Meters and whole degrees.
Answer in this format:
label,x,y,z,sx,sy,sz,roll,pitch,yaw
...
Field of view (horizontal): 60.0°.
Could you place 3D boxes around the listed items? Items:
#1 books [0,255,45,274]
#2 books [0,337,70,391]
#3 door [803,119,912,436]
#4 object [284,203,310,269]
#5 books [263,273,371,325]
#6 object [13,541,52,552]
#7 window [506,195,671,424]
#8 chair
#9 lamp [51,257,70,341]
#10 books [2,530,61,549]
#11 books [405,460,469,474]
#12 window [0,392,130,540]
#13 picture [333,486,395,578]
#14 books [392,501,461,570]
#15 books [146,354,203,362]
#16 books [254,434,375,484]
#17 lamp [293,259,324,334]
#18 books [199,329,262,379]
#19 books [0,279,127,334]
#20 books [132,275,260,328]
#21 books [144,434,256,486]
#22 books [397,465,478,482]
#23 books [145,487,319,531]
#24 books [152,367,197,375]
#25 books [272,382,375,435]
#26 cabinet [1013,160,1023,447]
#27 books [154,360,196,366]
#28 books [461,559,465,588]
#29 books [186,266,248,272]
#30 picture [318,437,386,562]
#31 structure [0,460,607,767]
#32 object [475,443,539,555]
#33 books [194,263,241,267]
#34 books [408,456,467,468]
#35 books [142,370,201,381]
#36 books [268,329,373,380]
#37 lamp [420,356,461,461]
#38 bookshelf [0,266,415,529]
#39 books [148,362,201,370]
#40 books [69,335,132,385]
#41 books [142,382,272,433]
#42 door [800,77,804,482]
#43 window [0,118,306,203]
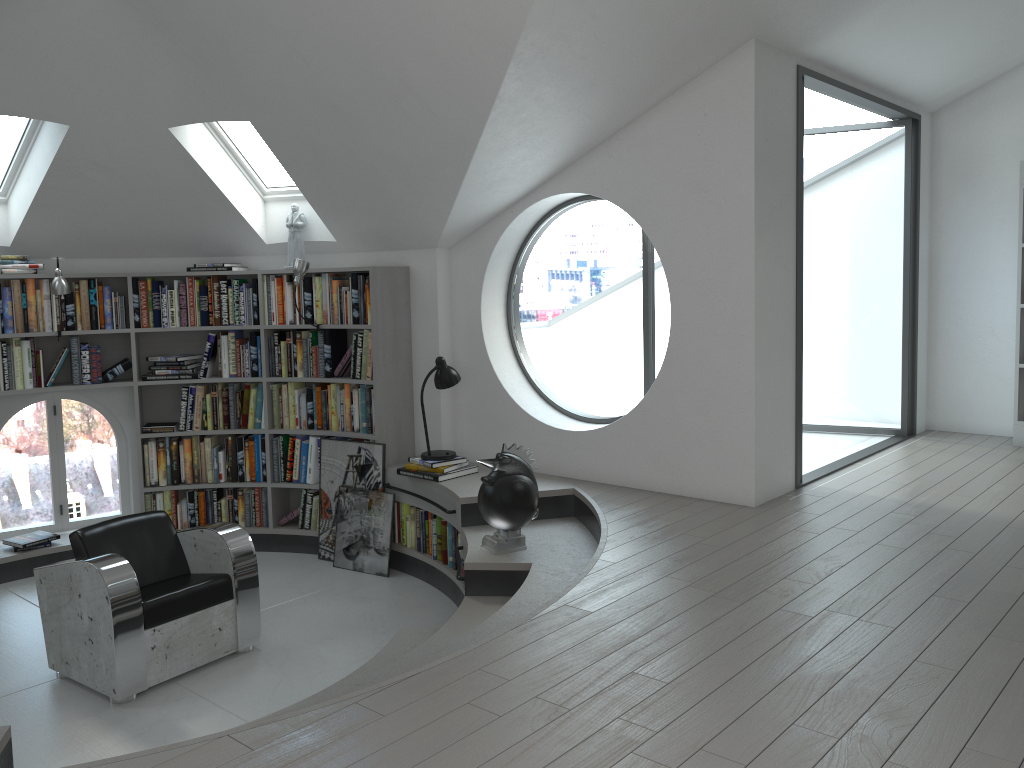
label,x,y,z,sx,sy,sz,roll,pitch,yaw
books,-3.786,-0.686,4.833,0.747,0.173,2.822,0,7,12
books,-3.763,-0.031,5.206,0.591,0.370,2.535,1,7,22
door,2.498,-0.794,6.848,1.051,2.341,0.080,1,5,26
object,-1.551,-1.056,6.353,0.179,0.471,0.179,-5,6,-40
books,-1.312,-0.607,6.313,1.014,0.361,0.293,1,6,23
object,-3.344,1.112,6.174,0.227,0.036,0.214,-5,8,-32
window,0.547,-0.478,5.711,1.472,1.467,0.104,4,7,41
chair,-1.884,1.090,4.613,0.741,0.718,0.825,3,7,36
lamp,-3.044,-0.560,5.915,0.113,0.565,0.358,-6,7,-42
books,-3.345,1.082,6.171,0.253,0.029,0.269,3,8,31
books,-0.486,0.528,5.775,0.304,0.034,0.287,3,7,31
window,-3.877,0.690,5.544,0.617,1.148,3.239,1,7,27
picture,-1.005,0.995,6.004,0.489,0.554,0.107,2,6,31
books,-0.463,0.962,5.727,0.272,0.297,1.149,-5,7,-34
books,-2.485,-0.193,6.532,0.286,0.031,0.270,1,7,21
books,-1.336,0.537,6.421,1.184,0.358,0.304,1,6,22
lamp,-1.386,-0.598,6.105,0.112,0.524,0.276,2,6,32
books,-2.018,-0.230,6.543,0.553,0.350,0.256,-2,5,-2
books,-3.388,-0.518,5.930,1.568,0.366,0.394,-7,8,-43
books,-2.288,-0.605,6.470,0.969,0.366,0.306,-2,5,-5
books,-2.279,0.541,6.560,0.872,0.350,0.272,-2,5,-7
books,-0.485,0.564,5.778,0.388,0.042,0.366,4,8,41
books,-1.986,0.901,6.562,1.497,0.310,0.360,-1,6,3
books,-2.483,-0.100,6.539,0.286,0.031,0.270,-3,7,-14
books,-1.276,0.158,6.374,1.021,0.347,0.276,2,6,26
cabinet,3.882,-0.550,6.118,0.642,1.985,0.361,3,6,41
books,-2.484,-0.161,6.534,0.226,0.036,0.214,-1,6,1
books,-0.147,1.122,4.840,0.240,0.167,0.666,-2,6,-8
books,-2.164,-0.842,6.522,0.336,0.036,0.317,-1,6,4
picture,-1.114,0.822,6.142,0.578,0.861,0.090,2,6,31
structure,-1.850,1.108,4.492,4.709,0.691,4.722,-2,6,-4
object,-0.021,0.590,4.688,0.320,0.561,0.321,0,5,14
books,-2.164,-0.870,6.519,0.247,0.027,0.234,0,7,14
books,-0.487,0.495,5.772,0.269,0.031,0.286,-6,8,-38
books,-2.482,-0.067,6.542,0.388,0.042,0.366,-2,6,-9
books,-1.293,-0.224,6.339,1.052,0.357,0.280,2,6,27
lamp,-0.466,0.150,5.767,0.323,0.658,0.234,-5,6,-33
bookshelf,-2.906,0.268,5.335,2.110,1.875,4.341,4,8,41
books,-2.484,-0.130,6.537,0.286,0.031,0.270,-1,6,1
books,-2.922,-0.180,6.319,0.399,0.340,0.224,-4,6,-29
books,-2.202,0.159,6.527,0.974,0.351,0.252,-2,5,-6
door,1.281,-0.615,5.498,1.052,2.341,0.080,3,6,41
window,-2.947,-1.494,5.190,1.934,0.711,4.063,4,8,41
